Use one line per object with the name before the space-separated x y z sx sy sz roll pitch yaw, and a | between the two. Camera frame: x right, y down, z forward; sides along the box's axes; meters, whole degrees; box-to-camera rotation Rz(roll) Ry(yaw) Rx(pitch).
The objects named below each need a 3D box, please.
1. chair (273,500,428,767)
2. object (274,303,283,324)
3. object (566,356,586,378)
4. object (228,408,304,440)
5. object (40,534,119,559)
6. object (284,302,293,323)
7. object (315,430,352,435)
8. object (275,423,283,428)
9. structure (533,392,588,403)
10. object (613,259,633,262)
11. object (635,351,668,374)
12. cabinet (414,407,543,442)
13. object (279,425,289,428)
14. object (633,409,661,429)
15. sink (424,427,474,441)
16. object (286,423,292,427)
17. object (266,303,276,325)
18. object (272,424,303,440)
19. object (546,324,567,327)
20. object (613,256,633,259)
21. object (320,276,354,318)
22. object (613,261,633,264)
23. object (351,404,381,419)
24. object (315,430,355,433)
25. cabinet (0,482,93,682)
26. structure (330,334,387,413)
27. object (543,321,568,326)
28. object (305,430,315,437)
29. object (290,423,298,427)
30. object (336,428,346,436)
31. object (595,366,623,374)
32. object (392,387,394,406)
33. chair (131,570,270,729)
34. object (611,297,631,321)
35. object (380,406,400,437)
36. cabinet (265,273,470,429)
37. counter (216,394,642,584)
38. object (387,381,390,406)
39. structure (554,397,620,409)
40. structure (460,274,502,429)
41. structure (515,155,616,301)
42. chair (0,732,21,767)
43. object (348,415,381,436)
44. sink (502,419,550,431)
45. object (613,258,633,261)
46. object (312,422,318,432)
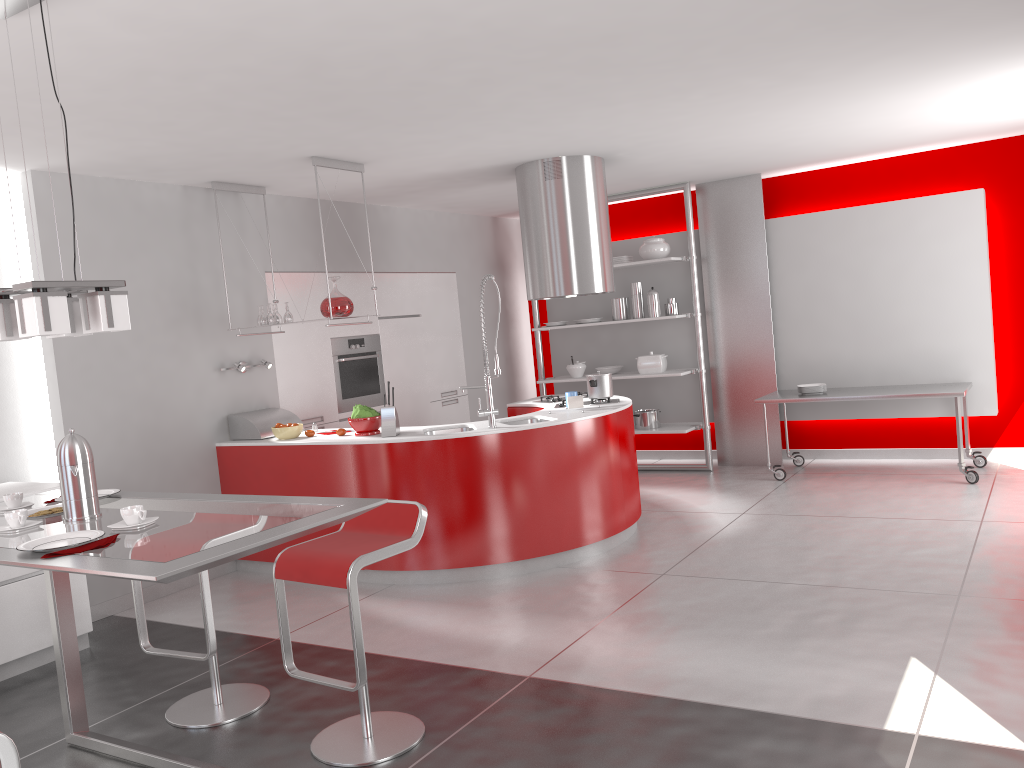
chair | -0.561 0.891 3.285 0.418 0.857 0.460 -3 5 37
object | -1.556 -0.462 5.875 0.060 0.141 0.060 -3 4 32
object | 0.621 -0.171 8.570 0.192 0.214 0.192 -4 4 18
object | -1.697 0.269 6.136 0.300 0.170 0.400 -3 4 32
object | -1.101 0.424 2.322 0.095 0.012 0.234 -3 4 31
object | -1.471 -0.467 5.824 0.060 0.141 0.060 -3 4 32
object | -1.196 0.323 5.928 0.168 0.006 0.266 -8 4 -31
object | -1.531 0.286 5.855 0.055 0.058 0.066 -4 4 17
structure | 0.419 0.098 6.771 0.457 0.037 0.303 -7 4 -28
object | 1.011 -1.137 8.274 0.200 0.030 0.200 -3 4 32
object | 1.298 -0.202 8.217 0.282 0.197 0.235 -4 4 22
cabinet | -0.618 0.663 6.208 1.875 0.761 1.025 -6 4 -13
object | -1.491 0.289 5.810 0.065 0.052 0.062 -4 4 16
object | 1.262 0.328 8.270 0.240 0.161 0.259 -4 4 15
sink | -0.376 0.384 5.460 0.326 0.172 0.428 -6 4 -7
object | -1.470 0.284 5.868 0.066 0.049 0.062 -3 4 29
object | -1.578 -0.454 5.793 0.060 0.141 0.060 -5 4 9
object | -1.470 0.318 5.821 0.201 0.086 0.201 -3 4 33
object | 0.429 -0.565 8.585 0.280 0.015 0.280 -7 4 -21
object | 1.008 -1.168 8.272 0.200 0.030 0.200 -3 4 32
object | -1.127 -0.552 5.676 0.213 0.266 0.213 -8 4 -30
object | 1.012 -1.121 8.275 0.200 0.030 0.200 -3 4 32
object | -0.911 0.208 5.586 0.198 0.182 0.193 -3 5 37
object | -1.142 0.312 5.914 0.375 0.008 0.041 -5 4 9
cabinet | -2.958 1.060 4.028 0.610 0.880 1.802 -3 4 32
structure | -1.227 -0.094 7.208 0.050 0.589 0.599 -3 4 32
object | 0.428 -0.578 8.584 0.244 0.042 0.244 -4 4 16
object | -1.321 0.324 5.799 0.065 0.047 0.063 -3 4 31
object | -1.426 0.283 5.818 0.066 0.049 0.062 -2 5 40
object | -1.094 0.308 5.681 0.064 0.048 0.063 -5 4 10
object | 0.941 -0.128 8.552 0.272 0.072 0.272 -6 4 -4
object | -0.723 0.160 5.422 0.012 0.279 0.130 -5 4 3
chair | -1.268 0.930 3.731 0.418 0.857 0.460 -4 4 27
object | 1.010 -0.698 8.276 0.184 0.205 0.172 -3 5 37
object | -0.747 0.224 5.410 0.091 0.178 0.137 -5 4 5
cabinet | -1.320 0.091 7.642 0.614 2.026 2.398 -3 4 32
counter | -0.408 0.686 6.033 2.865 0.880 1.868 -7 4 -24
object | -0.751 0.146 5.432 0.014 0.322 0.150 -5 4 3
structure | 0.529 0.121 6.248 0.457 0.037 0.303 -5 4 7
structure | -0.169 -0.197 5.335 0.308 0.920 0.178 -6 4 -15
structure | 0.389 -1.111 6.443 0.644 0.958 0.644 -6 4 -2
chair | -1.323 1.055 1.879 0.418 0.857 0.460 -2 5 39
object | -0.916 0.261 5.594 0.229 0.118 0.228 -5 4 3
sink | 0.095 0.332 5.570 0.326 0.172 0.428 -7 4 -19
object | 1.009 -1.152 8.273 0.200 0.030 0.200 -3 4 32
object | -1.357 0.296 6.106 0.043 0.066 0.042 -2 5 45
